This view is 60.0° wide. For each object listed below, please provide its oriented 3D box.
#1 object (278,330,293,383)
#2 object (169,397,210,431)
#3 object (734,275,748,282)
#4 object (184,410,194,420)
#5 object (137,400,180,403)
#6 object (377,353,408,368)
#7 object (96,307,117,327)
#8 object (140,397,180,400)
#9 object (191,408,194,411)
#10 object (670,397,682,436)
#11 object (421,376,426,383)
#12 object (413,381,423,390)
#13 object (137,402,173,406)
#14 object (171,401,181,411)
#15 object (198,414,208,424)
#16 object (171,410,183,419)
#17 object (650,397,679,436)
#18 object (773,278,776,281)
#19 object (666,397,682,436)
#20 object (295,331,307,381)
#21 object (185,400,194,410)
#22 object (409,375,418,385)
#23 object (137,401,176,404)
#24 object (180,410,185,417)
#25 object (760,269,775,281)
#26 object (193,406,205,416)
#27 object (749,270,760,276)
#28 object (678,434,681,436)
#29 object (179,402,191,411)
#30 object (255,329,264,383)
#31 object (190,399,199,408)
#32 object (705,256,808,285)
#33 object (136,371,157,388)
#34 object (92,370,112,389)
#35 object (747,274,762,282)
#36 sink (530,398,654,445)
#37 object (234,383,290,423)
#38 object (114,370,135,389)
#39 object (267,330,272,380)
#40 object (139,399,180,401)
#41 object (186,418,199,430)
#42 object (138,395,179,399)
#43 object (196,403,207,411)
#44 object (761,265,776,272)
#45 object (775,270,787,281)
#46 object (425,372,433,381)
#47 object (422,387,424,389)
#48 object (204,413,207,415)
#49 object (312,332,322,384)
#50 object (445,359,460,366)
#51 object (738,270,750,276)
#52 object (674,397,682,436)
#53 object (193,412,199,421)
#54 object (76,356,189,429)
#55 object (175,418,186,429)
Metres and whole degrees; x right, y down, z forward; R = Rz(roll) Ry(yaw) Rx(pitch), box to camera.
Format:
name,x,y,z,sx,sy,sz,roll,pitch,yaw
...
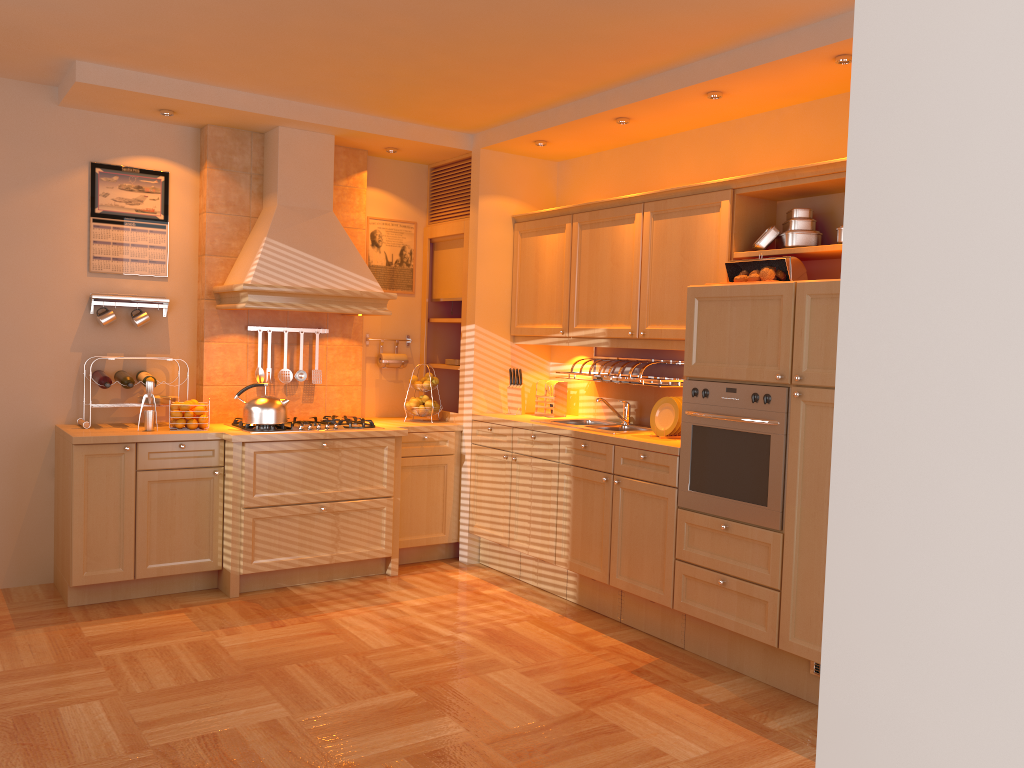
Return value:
name,x,y,z,sx,sy,sz,roll,pitch,yaw
object,-1.368,-0.164,5.369,0.090,0.320,0.017,0,3,-34
object,-1.772,0.159,4.875,0.207,0.174,0.189,1,3,-20
object,1.023,-0.467,3.945,0.069,0.034,0.066,1,3,-16
object,-1.756,0.168,4.819,0.052,0.053,0.062,1,3,-13
object,-1.991,0.097,4.998,0.172,0.011,0.163,3,3,25
object,-0.797,-0.156,5.911,0.186,0.094,0.096,0,3,-34
object,-2.249,-0.371,4.920,0.103,0.111,0.066,0,4,-41
object,-1.990,0.084,4.997,0.172,0.011,0.163,3,3,25
object,-1.788,0.146,4.905,0.061,0.051,0.055,2,3,10
object,0.820,0.165,4.518,0.049,0.200,0.205,0,3,-33
object,-0.569,-0.025,5.767,0.050,0.051,0.051,1,3,-10
object,-0.606,0.010,5.739,0.064,0.058,0.063,3,3,22
object,-1.991,0.111,4.999,0.172,0.011,0.163,3,3,25
object,-1.822,0.125,4.815,0.057,0.060,0.052,2,3,4
object,-1.686,0.194,4.840,0.052,0.054,0.061,2,3,-7
object,-1.811,0.166,4.791,0.063,0.051,0.053,1,3,-16
object,0.772,0.165,4.488,0.049,0.200,0.205,0,3,-33
object,1.121,-0.462,3.880,0.062,0.036,0.065,0,3,-31
object,0.796,0.165,4.503,0.049,0.200,0.205,0,3,-33
object,-1.299,-0.171,5.437,0.077,0.309,0.037,0,3,-35
object,-1.773,0.117,4.863,0.063,0.053,0.051,3,3,17
object,-0.640,-0.025,5.775,0.061,0.064,0.063,1,3,-25
object,-1.991,0.104,4.998,0.172,0.011,0.163,3,3,25
object,-1.804,0.161,4.848,0.051,0.053,0.064,3,3,18
object,1.107,-0.471,3.842,0.066,0.064,0.045,3,3,17
object,-1.709,0.146,4.846,0.053,0.052,0.061,3,3,29
object,1.084,-0.476,3.933,0.065,0.056,0.056,4,4,40
object,0.867,0.165,4.547,0.049,0.200,0.205,0,3,-33
object,-1.770,0.123,4.804,0.063,0.051,0.053,1,3,-27
object,-1.497,-0.162,5.274,0.055,0.323,0.028,0,3,-34
object,-1.771,0.115,4.939,0.059,0.060,0.050,3,3,15
object,1.106,-0.496,3.951,0.280,0.123,0.400,0,3,-34
object,-2.036,-0.022,4.962,0.076,0.095,0.282,0,3,-34
object,-2.227,-0.023,4.831,0.076,0.095,0.282,0,3,-34
object,1.061,-0.464,3.879,0.062,0.036,0.065,1,3,-22
sink,0.503,0.244,4.980,0.465,0.336,0.746,0,3,-34
object,-1.376,0.101,4.935,0.242,0.215,0.251,5,4,43
object,-2.131,-0.023,4.897,0.076,0.095,0.282,0,3,-34
object,-1.455,-0.165,5.316,0.028,0.319,0.006,0,3,-34
object,-1.990,0.091,4.998,0.172,0.011,0.163,3,3,25
object,-1.742,0.219,4.831,0.074,0.063,0.064,4,3,36
object,-1.990,0.077,4.997,0.172,0.011,0.163,3,3,25
object,-1.716,0.132,4.903,0.063,0.053,0.051,3,3,28
object,1.128,-0.499,3.900,0.061,0.047,0.063,3,3,13
object,1.178,-0.473,3.895,0.065,0.058,0.066,-1,4,-42
object,-0.536,-0.046,5.727,0.055,0.059,0.058,3,3,12
object,-0.599,0.007,5.798,0.057,0.056,0.051,3,3,15
object,-1.712,0.182,4.904,0.051,0.055,0.061,2,3,-5
object,-1.202,-0.162,5.481,0.061,0.323,0.020,0,3,-34
object,-0.337,-0.144,5.959,0.222,0.039,0.222,1,3,-17
object,1.055,-0.485,4.028,0.069,0.064,0.055,0,3,-30
object,0.843,0.165,4.532,0.049,0.200,0.205,0,3,-33
object,-1.737,0.179,4.886,0.062,0.053,0.051,3,3,23
object,-2.091,0.042,4.938,0.572,0.379,0.221,0,3,-34
object,-1.794,0.213,4.801,0.052,0.057,0.060,3,3,17
